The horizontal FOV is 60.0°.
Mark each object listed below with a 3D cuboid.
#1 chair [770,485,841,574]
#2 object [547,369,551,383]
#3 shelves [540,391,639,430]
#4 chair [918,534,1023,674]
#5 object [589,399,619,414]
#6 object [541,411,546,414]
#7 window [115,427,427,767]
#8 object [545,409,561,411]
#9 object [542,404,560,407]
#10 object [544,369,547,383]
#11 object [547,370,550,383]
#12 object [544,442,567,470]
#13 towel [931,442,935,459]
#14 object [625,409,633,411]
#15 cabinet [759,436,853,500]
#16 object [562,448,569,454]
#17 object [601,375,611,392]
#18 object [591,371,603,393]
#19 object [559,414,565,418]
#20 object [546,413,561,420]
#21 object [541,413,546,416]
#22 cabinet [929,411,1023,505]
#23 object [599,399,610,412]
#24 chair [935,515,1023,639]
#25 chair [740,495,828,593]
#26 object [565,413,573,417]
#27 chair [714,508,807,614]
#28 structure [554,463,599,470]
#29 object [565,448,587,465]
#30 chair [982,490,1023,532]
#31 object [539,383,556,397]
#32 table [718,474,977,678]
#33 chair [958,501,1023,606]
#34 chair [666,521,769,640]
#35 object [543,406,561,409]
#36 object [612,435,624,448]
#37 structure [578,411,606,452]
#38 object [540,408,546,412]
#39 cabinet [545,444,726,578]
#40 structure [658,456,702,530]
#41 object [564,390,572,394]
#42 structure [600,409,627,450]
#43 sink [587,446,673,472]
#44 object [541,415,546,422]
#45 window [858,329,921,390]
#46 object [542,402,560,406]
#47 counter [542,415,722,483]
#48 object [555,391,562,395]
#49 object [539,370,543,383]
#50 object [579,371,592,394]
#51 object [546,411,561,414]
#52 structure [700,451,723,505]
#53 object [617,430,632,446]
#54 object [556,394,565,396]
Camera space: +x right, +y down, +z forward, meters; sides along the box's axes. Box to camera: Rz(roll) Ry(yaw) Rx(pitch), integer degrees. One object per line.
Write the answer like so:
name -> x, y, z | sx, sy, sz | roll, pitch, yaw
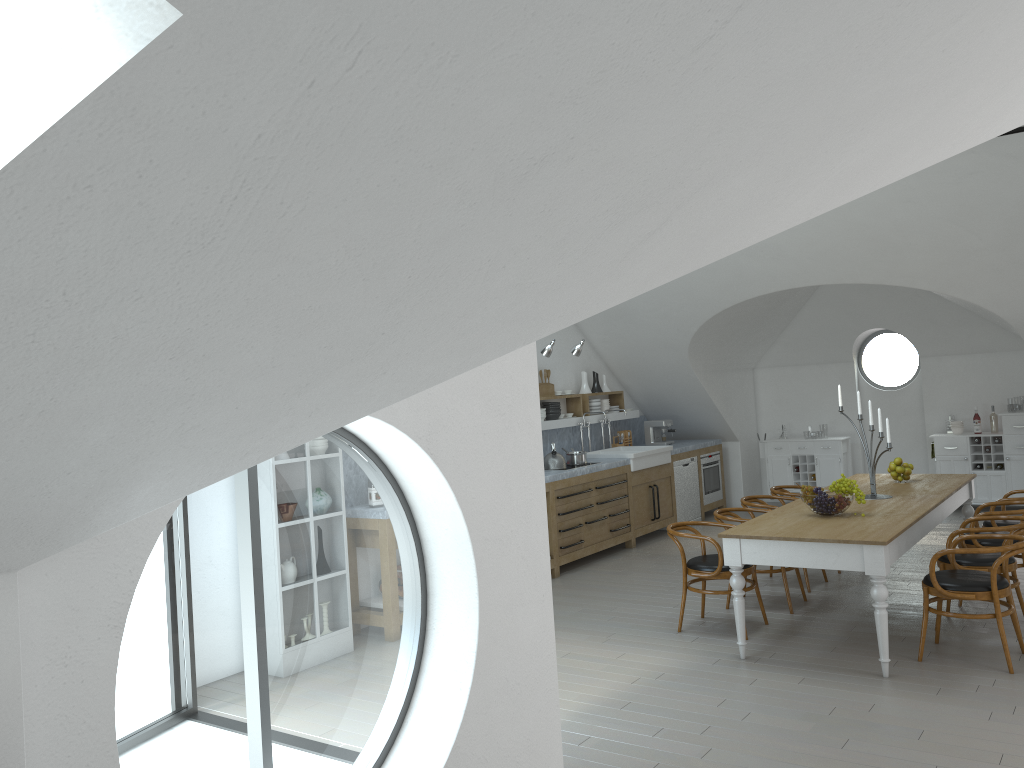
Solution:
chair -> 2.716, 1.314, 8.143 | 0.620, 0.735, 0.527 | -5, -2, 32
object -> 0.414, -0.016, 10.040 | 0.039, 0.298, 0.068 | -5, -2, 35
shelves -> 0.033, -0.161, 9.263 | 0.479, 1.363, 5.551 | -5, -1, 30
chair -> 2.802, 1.290, 5.346 | 0.620, 0.735, 0.527 | -5, -2, 39
object -> 1.111, 0.274, 10.928 | 0.197, 0.196, 0.657 | -5, -1, 35
object -> 0.286, 0.337, 9.766 | 0.181, 0.069, 0.181 | -3, -1, -37
window -> -0.806, 0.824, 2.964 | 0.104, 1.472, 1.471 | -5, -2, 35
object -> 0.455, 0.316, 9.994 | 0.205, 0.086, 0.205 | -4, -1, -12
object -> 0.446, 0.269, 10.004 | 0.205, 0.084, 0.205 | -3, -1, -27
object -> 0.379, -0.015, 9.986 | 0.019, 0.299, 0.057 | -5, -3, 35
object -> 0.421, -0.016, 10.080 | 0.030, 0.294, 0.057 | -5, -2, 35
object -> 0.427, 0.731, 9.064 | 0.246, 0.268, 0.246 | -2, -2, -45
towel -> 5.222, 0.818, 10.977 | 0.049, 0.204, 0.150 | -5, -2, 36
object -> 1.454, 0.345, 11.416 | 0.213, 0.025, 0.213 | -4, 0, 23
cabinet -> 3.871, 1.115, 11.645 | 1.133, 0.790, 0.497 | -4, -2, 35
object -> 0.630, 0.759, 9.410 | 0.235, 0.167, 0.051 | -4, -2, 31
object -> 1.156, -0.008, 11.068 | 0.156, 0.219, 0.156 | -4, -2, 17
object -> 1.032, -0.026, 10.881 | 0.156, 0.268, 0.156 | -5, -2, 40
object -> 0.557, 0.374, 10.178 | 0.098, 0.049, 0.098 | -4, -1, 33
object -> 0.452, 0.370, 9.993 | 0.205, 0.072, 0.205 | -4, -1, 23
object -> 0.286, 0.361, 9.763 | 0.181, 0.065, 0.181 | -3, -1, -17
cabinet -> 5.705, 0.924, 10.570 | 1.241, 1.155, 0.610 | -4, -2, 35
object -> 1.131, 0.270, 10.915 | 0.158, 0.160, 0.154 | -3, -1, -26
chair -> 3.190, 1.269, 5.962 | 0.620, 0.735, 0.527 | -5, -2, 35
chair -> 2.289, 1.337, 7.559 | 0.620, 0.735, 0.527 | -5, -2, 39
object -> 0.668, 0.368, 10.334 | 0.098, 0.049, 0.098 | -4, -1, 33
chair -> 1.915, 1.357, 6.931 | 0.620, 0.735, 0.527 | -5, -2, 32
structure -> 0.485, 0.881, 9.262 | 0.646, 0.041, 0.737 | -4, 0, 35
object -> 0.705, 0.781, 9.455 | 0.232, 0.170, 0.394 | -4, -1, 15
chair -> 4.100, 1.218, 7.094 | 0.620, 0.735, 0.527 | -5, -2, 38
object -> 0.356, 0.065, 9.961 | 0.084, 0.158, 0.354 | -5, -1, 35
table -> 2.715, 1.269, 6.689 | 1.017, 0.800, 3.350 | -4, -1, 35
chair -> 3.625, 1.245, 6.545 | 0.621, 0.735, 0.527 | -4, -2, 31
chair -> 1.446, 1.383, 6.376 | 0.620, 0.735, 0.527 | -5, -2, 35
object -> 0.449, 0.294, 9.998 | 0.205, 0.072, 0.205 | -4, -1, 23
object -> 1.320, 0.735, 11.103 | 0.100, 0.171, 0.173 | -5, -2, 37
structure -> 0.957, 0.584, 10.273 | 0.332, 0.530, 0.214 | -4, -2, 16
object -> 0.285, 0.309, 9.768 | 0.181, 0.076, 0.180 | -3, -1, -17
cabinet -> 0.587, 1.432, 9.417 | 1.002, 1.023, 6.431 | -5, -1, 35
structure -> 1.909, 1.342, 10.998 | 0.598, 0.823, 0.724 | -5, -2, 35
object -> 0.655, 0.100, 10.350 | 0.098, 0.049, 0.098 | -4, -1, 33
structure -> 1.241, 0.568, 10.671 | 0.332, 0.530, 0.214 | -4, -2, 16
sink -> 1.325, 0.863, 10.268 | 0.726, 0.202, 1.021 | -4, -1, 35
object -> 0.288, 0.383, 9.763 | 0.181, 0.064, 0.181 | -3, -1, -32
window -> 4.973, -0.317, 11.659 | 0.899, 0.901, 0.060 | -5, -2, 35
object -> 0.442, 0.241, 10.004 | 0.205, 0.080, 0.206 | -4, -1, 38
counter -> 0.560, 0.612, 9.519 | 0.960, 0.620, 6.578 | -4, -1, 35
object -> 0.531, 0.107, 10.175 | 0.098, 0.049, 0.098 | -4, -1, 33
object -> 0.343, -0.013, 9.970 | 0.040, 0.299, 0.061 | -5, -2, 33
object -> 0.876, -0.018, 10.668 | 0.156, 0.268, 0.156 | -4, -2, 24
object -> 0.450, 0.344, 9.994 | 0.205, 0.086, 0.205 | -3, -1, -17
structure -> 2.345, 1.223, 11.615 | 0.630, 0.637, 0.632 | -5, -2, 35
object -> 1.438, 0.703, 11.291 | 0.104, 0.223, 0.200 | -5, -2, 36
object -> 0.532, 0.130, 10.174 | 0.164, 0.012, 0.163 | -3, 0, -37
